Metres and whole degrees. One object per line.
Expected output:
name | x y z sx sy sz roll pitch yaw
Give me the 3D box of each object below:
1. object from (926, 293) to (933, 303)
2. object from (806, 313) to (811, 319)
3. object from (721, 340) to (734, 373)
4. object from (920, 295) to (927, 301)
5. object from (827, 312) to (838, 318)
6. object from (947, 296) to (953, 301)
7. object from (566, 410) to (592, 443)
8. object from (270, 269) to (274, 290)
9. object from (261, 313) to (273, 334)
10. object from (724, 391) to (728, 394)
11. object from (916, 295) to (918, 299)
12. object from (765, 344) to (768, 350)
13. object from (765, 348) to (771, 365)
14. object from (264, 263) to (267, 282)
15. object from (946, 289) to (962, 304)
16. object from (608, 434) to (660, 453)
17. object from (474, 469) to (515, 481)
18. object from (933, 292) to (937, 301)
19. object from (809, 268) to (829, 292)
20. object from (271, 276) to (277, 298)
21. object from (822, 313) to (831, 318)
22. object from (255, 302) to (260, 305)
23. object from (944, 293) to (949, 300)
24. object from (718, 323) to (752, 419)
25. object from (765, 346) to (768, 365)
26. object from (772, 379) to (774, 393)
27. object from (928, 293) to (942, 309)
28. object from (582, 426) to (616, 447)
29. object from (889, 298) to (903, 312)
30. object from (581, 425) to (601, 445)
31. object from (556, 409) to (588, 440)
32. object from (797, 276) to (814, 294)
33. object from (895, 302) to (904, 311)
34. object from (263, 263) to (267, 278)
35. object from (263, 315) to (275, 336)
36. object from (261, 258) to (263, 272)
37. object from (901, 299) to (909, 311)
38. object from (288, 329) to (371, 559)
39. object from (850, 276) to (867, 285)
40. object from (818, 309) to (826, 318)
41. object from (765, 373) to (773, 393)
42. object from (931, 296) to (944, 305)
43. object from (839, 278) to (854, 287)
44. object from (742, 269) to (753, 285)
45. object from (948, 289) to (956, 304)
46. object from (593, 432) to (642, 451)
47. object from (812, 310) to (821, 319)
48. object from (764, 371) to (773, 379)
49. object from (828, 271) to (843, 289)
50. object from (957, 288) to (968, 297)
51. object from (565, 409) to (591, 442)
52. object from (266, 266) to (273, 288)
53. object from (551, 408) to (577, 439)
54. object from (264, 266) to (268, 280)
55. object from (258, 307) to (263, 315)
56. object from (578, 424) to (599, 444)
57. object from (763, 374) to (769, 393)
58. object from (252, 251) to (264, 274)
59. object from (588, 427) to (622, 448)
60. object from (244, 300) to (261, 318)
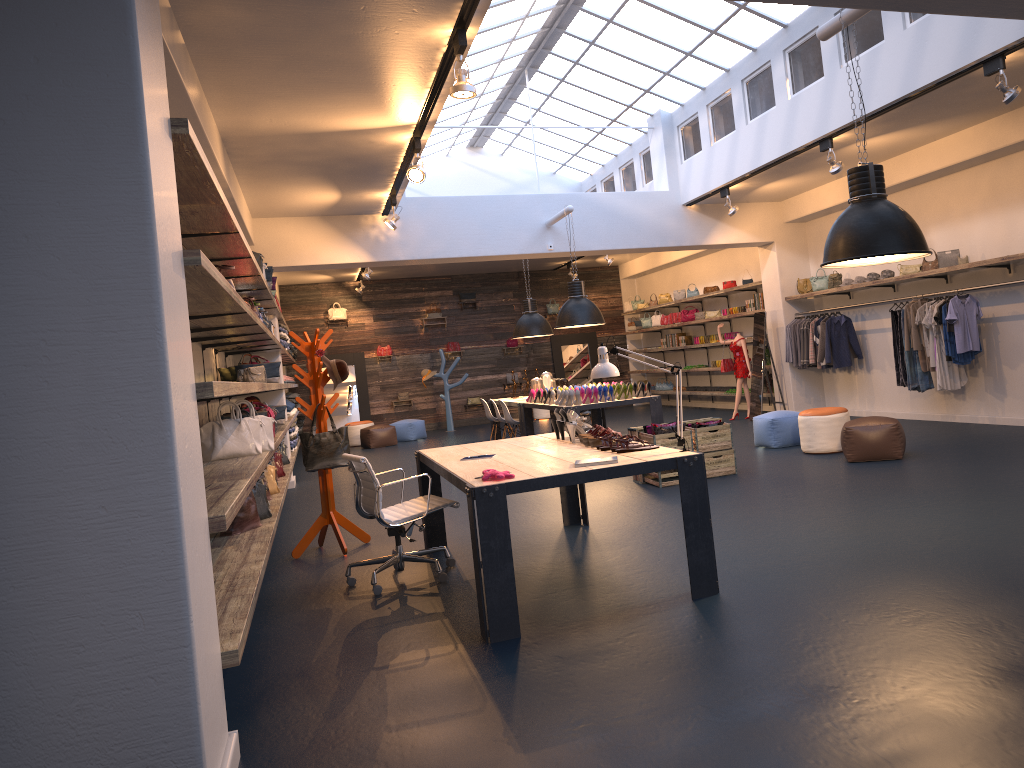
object | 5.293 -1.038 10.980 0.456 0.220 0.009 -6 -1 -21
object | 4.678 -1.037 13.698 0.456 0.220 0.009 -6 -1 -21
object | 3.707 -0.484 14.996 0.347 0.554 0.082 -5 -2 -41
object | 5.260 -1.057 11.092 0.427 0.179 0.016 -6 -1 -19
object | 4.826 -1.037 13.065 0.456 0.220 0.009 -6 -1 -21
object | 5.375 -1.039 10.616 0.454 0.220 0.009 -6 -1 -19
object | 0.501 0.277 5.883 0.301 0.224 0.110 -6 -1 -28
object | -2.671 -1.067 8.947 0.446 0.232 0.166 -6 0 -25
object | -2.817 -0.659 9.658 0.182 0.386 0.448 -6 0 23
object | 4.114 0.154 16.454 0.250 0.058 0.078 -6 0 -24
object | 5.239 -1.058 11.211 0.427 0.179 0.016 -6 -1 -19
object | 4.478 -0.530 15.337 0.383 0.391 0.174 -5 -1 -6
object | 4.512 -0.508 14.978 0.363 0.356 0.153 -5 -1 -19
object | -2.596 -1.072 8.610 0.338 0.245 0.183 -6 -1 1
object | 5.398 -1.057 10.488 0.428 0.179 0.016 -6 -1 -19
object | 0.710 0.339 5.058 0.293 0.091 0.203 -6 1 -18
object | -0.095 0.455 4.403 0.168 0.051 0.287 -6 1 -20
object | 5.310 -1.049 10.882 0.318 0.198 0.011 -6 -1 -20
object | 4.826 -1.622 13.547 0.350 0.367 0.184 -6 -1 18
object | -2.823 -1.064 9.650 0.438 0.236 0.169 -6 0 -17
object | 4.796 -1.040 13.240 0.456 0.220 0.009 -6 -1 -21
object | -2.539 -0.632 8.420 0.205 0.339 0.396 -6 0 23
object | 5.357 -1.049 10.680 0.410 0.198 0.008 -6 -1 -20
object | 3.893 -0.237 14.790 0.375 1.667 0.683 -4 -2 -38
object | 4.503 -0.502 15.170 0.390 0.339 0.208 -6 -1 -12
object | 4.615 -0.019 14.930 0.390 0.339 0.208 -6 -1 -12
object | 5.328 -1.049 10.827 0.382 0.198 0.014 -6 -1 -21
object | 0.575 0.329 5.560 0.266 0.117 0.097 -6 0 -11
object | 5.143 -1.059 11.639 0.246 0.177 0.014 -6 -1 -21
object | 0.575 0.327 5.670 0.276 0.117 0.093 -6 0 -26
object | 0.454 0.275 6.164 0.295 0.224 0.112 -6 -1 -18
object | 4.707 -1.567 13.853 0.310 0.284 0.209 -6 -1 11
object | 5.171 -1.059 11.518 0.246 0.177 0.014 -6 -1 -21
object | -2.557 -1.106 8.244 0.455 0.332 0.179 -6 -1 -25
object | -2.945 -0.658 10.209 0.182 0.386 0.448 -6 0 23
object | -2.532 -1.130 8.041 0.449 0.386 0.182 -6 -1 -18
object | 5.196 -1.059 11.407 0.246 0.177 0.014 -6 -1 -21
object | -1.487 0.440 6.787 0.435 1.731 0.455 -6 -1 10
object | 4.994 -1.494 12.519 0.227 0.125 0.194 -5 0 19
object | 4.769 -1.040 13.353 0.456 0.220 0.009 -6 -1 -21
object | 4.550 -0.025 15.065 0.363 0.356 0.153 -5 -1 -19
object | 5.337 -1.060 10.784 0.382 0.177 0.014 -6 -1 -21
object | 4.931 -1.493 12.797 0.227 0.125 0.194 -5 0 19
object | 4.196 -1.908 15.489 0.194 0.280 0.061 -6 -1 12
object | 5.392 -1.039 10.540 0.455 0.220 0.009 -6 -1 -20
object | 0.643 0.341 5.273 0.294 0.091 0.213 -6 1 -14
object | 4.728 -1.037 13.475 0.456 0.220 0.009 -6 -1 -21
object | 4.517 -0.047 15.425 0.383 0.391 0.174 -5 -1 -6
object | 4.890 -1.575 13.175 0.246 0.284 0.370 -6 0 2
object | 5.416 -1.058 10.419 0.428 0.179 0.016 -6 -1 -19
object | 0.493 0.275 6.020 0.301 0.224 0.110 -6 -1 -28
object | -2.635 -1.067 8.787 0.439 0.232 0.169 -6 0 -17
object | 0.421 0.276 6.287 0.295 0.224 0.112 -6 -1 -19
object | -2.601 -1.106 8.434 0.453 0.332 0.180 -6 -1 -23
object | -2.650 -0.631 8.912 0.205 0.339 0.396 -6 0 23
object | 0.564 0.325 5.783 0.269 0.117 0.096 -6 0 -15
object | 4.541 -0.019 15.258 0.390 0.339 0.208 -6 -1 -12
object | -2.473 -1.133 7.866 0.454 0.386 0.179 -6 -1 -25
object | 0.606 0.328 5.450 0.276 0.117 0.093 -6 0 -25
object | -2.477 -0.624 8.171 0.185 0.323 0.399 -6 0 25
